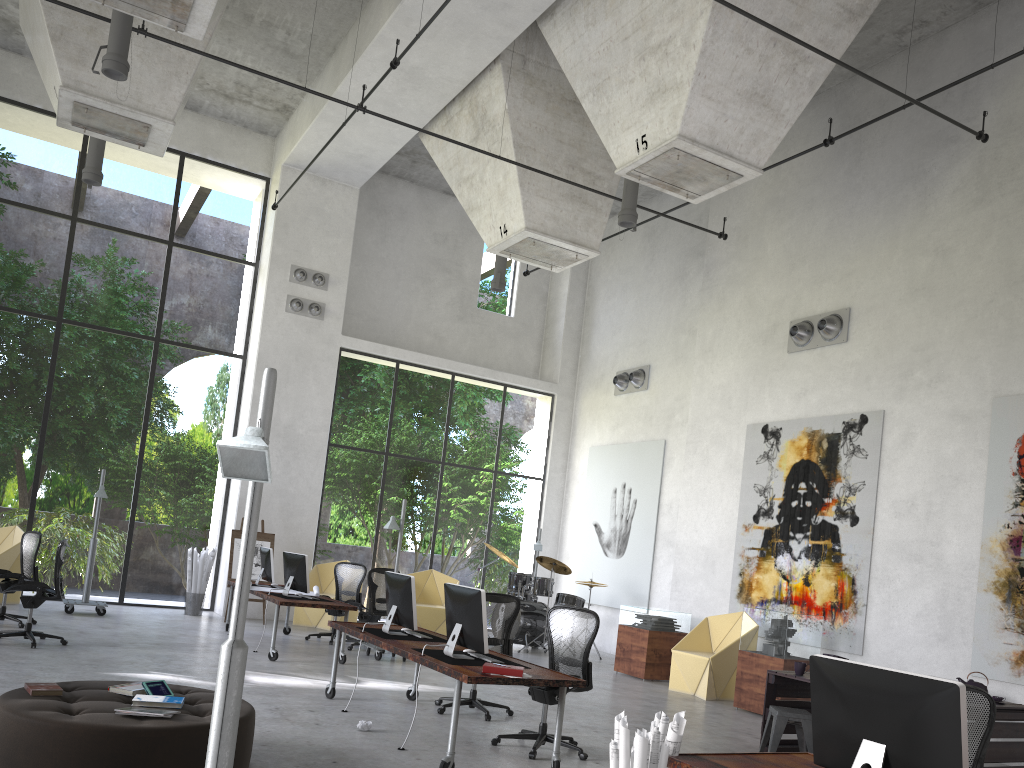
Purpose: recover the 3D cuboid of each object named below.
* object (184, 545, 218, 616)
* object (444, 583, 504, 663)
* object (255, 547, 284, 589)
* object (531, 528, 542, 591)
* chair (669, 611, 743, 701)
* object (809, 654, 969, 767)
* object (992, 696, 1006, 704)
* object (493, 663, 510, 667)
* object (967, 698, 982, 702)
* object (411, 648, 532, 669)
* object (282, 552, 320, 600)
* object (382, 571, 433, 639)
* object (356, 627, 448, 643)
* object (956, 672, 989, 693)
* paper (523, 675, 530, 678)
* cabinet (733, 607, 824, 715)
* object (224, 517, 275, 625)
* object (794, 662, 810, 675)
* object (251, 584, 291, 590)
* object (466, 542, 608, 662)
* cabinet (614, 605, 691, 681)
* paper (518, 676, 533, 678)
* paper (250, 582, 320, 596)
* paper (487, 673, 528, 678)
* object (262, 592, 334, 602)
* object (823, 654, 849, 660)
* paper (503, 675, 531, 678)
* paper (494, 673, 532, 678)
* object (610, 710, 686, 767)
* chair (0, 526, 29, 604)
[{"bbox_3d":[-5.165,3.229,14.474,0.439,1.198,0.418,3,-5,40],"label":"object"},{"bbox_3d":[-0.303,1.865,6.872,0.380,0.547,0.719,9,-9,-26],"label":"object"},{"bbox_3d":[-3.450,2.637,12.620,0.380,0.547,0.719,9,-9,-26],"label":"object"},{"bbox_3d":[0.435,3.853,16.934,0.578,2.132,0.603,6,-4,7],"label":"object"},{"bbox_3d":[2.726,3.593,11.743,0.943,1.157,0.983,10,-7,-29],"label":"chair"},{"bbox_3d":[1.533,1.414,3.518,0.380,0.547,0.719,9,-9,-26],"label":"object"},{"bbox_3d":[4.034,2.623,7.292,0.116,0.055,0.140,3,-11,22],"label":"object"},{"bbox_3d":[-0.067,1.977,6.175,0.148,0.011,0.011,0,-9,30],"label":"object"},{"bbox_3d":[3.816,2.589,7.239,0.229,0.046,0.233,-2,-14,39],"label":"object"},{"bbox_3d":[-0.331,2.144,6.855,0.694,0.008,0.854,12,-12,-26],"label":"object"},{"bbox_3d":[-2.703,2.454,11.257,0.382,0.547,0.716,11,-9,-36],"label":"object"},{"bbox_3d":[-0.960,2.026,8.073,0.380,0.547,0.719,9,-9,-26],"label":"object"},{"bbox_3d":[-0.989,2.305,8.056,0.694,0.008,0.854,12,-12,-26],"label":"object"},{"bbox_3d":[3.941,2.566,7.486,0.214,0.230,0.219,10,-8,-30],"label":"object"},{"bbox_3d":[-0.033,2.043,6.191,0.289,0.001,0.214,2,-12,24],"label":"paper"},{"bbox_3d":[3.205,3.367,10.581,0.600,1.243,0.745,9,-6,-28],"label":"cabinet"},{"bbox_3d":[-4.283,2.826,14.378,0.700,2.123,0.685,9,-5,-27],"label":"object"},{"bbox_3d":[2.564,2.526,7.786,0.102,0.108,0.130,12,-9,-36],"label":"object"},{"bbox_3d":[-3.478,2.916,12.604,0.694,0.008,0.854,12,-12,-26],"label":"object"},{"bbox_3d":[0.506,3.761,15.389,1.908,1.724,2.972,14,-11,-43],"label":"object"},{"bbox_3d":[2.063,3.818,12.930,0.750,1.003,0.738,10,-7,-28],"label":"cabinet"},{"bbox_3d":[-0.033,2.042,6.191,0.289,0.001,0.214,-1,-13,33],"label":"paper"},{"bbox_3d":[-3.137,2.795,12.030,1.082,0.104,0.986,10,-12,-18],"label":"paper"},{"bbox_3d":[-0.033,2.043,6.191,0.290,0.001,0.214,6,-11,4],"label":"paper"},{"bbox_3d":[-2.732,2.733,11.242,0.696,0.008,0.851,15,-14,-36],"label":"object"},{"bbox_3d":[2.900,2.533,7.880,0.216,0.212,0.194,10,-8,-27],"label":"object"},{"bbox_3d":[-0.032,2.042,6.191,0.290,0.001,0.214,-4,-15,43],"label":"paper"},{"bbox_3d":[-0.024,2.043,6.194,0.291,0.001,0.213,9,-11,-11],"label":"paper"},{"bbox_3d":[0.595,1.965,4.102,0.320,0.928,0.344,7,-4,-10],"label":"object"},{"bbox_3d":[-7.807,2.652,13.043,0.976,1.157,0.950,4,-7,17],"label":"chair"}]
